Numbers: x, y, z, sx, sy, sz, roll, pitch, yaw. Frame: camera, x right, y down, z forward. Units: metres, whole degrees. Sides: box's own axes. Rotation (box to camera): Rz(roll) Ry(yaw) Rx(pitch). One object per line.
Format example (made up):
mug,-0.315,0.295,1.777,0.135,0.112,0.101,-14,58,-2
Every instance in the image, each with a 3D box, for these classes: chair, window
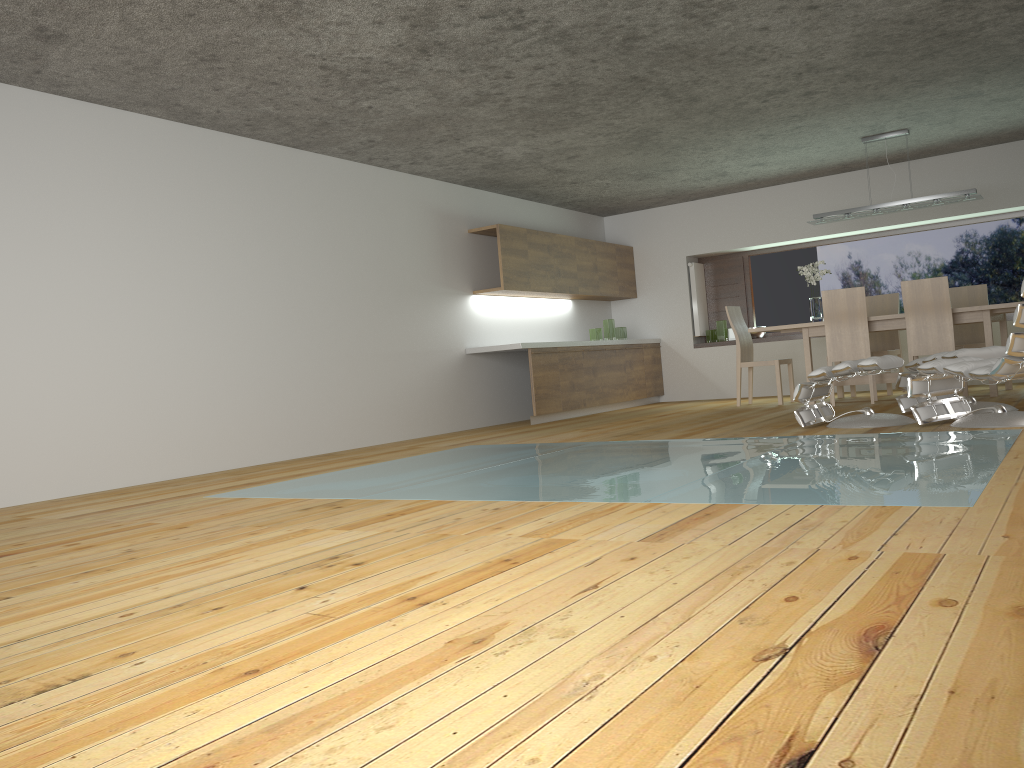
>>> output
chair,2.811,-0.257,5.121,0.570,0.969,0.913,-4,0,-32
chair,4.476,-0.461,8.674,0.404,1.017,0.506,-5,-1,32
chair,3.555,-0.371,7.478,0.404,1.017,0.506,-5,-1,33
window,4.712,-1.229,9.837,4.181,0.979,0.012,-4,-1,33
chair,3.705,-0.402,9.010,0.404,1.017,0.507,-5,-1,44
chair,3.002,-0.331,7.910,0.404,1.017,0.506,-5,-1,22
chair,2.498,-0.302,8.925,0.505,1.017,0.404,-5,-1,36

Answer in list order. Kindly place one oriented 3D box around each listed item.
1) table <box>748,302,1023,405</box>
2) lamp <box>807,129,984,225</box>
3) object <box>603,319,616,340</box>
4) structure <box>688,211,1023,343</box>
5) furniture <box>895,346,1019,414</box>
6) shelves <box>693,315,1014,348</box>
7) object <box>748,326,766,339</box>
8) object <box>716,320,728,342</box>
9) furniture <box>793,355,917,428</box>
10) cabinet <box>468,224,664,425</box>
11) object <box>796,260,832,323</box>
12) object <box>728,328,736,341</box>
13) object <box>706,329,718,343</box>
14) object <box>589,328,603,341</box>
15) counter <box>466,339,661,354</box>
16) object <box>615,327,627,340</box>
table,3.625,-0.255,8.147,2.497,0.756,1.201,-4,0,36
lamp,3.507,-1.963,8.254,1.488,0.720,0.290,-4,0,33
object,1.150,-0.632,10.460,0.099,0.259,0.099,-4,-1,-32
structure,4.351,-1.169,9.819,4.869,1.154,0.526,-4,0,33
furniture,3.099,-0.027,6.113,0.570,0.439,0.685,-5,0,-21
shelves,4.384,-0.626,9.790,4.865,0.054,0.404,-4,1,33
object,2.946,-0.615,10.706,0.247,0.137,0.247,-5,0,-22
object,2.572,-0.646,10.855,0.099,0.259,0.099,-5,-1,38
furniture,2.263,0.045,5.811,0.685,0.439,0.570,-5,0,40
cabinet,0.745,-0.669,10.074,0.655,2.005,3.095,-5,0,33
object,2.951,-0.891,8.601,0.304,0.608,0.302,-5,-1,36
object,2.720,-0.611,10.917,0.111,0.160,0.112,-5,0,18
object,2.482,-0.592,10.988,0.112,0.160,0.111,-5,0,-17
object,0.987,-0.570,10.386,0.112,0.160,0.111,-4,-1,-32
counter,0.710,-0.435,9.990,0.651,0.054,3.288,-4,1,33
object,1.296,-0.598,10.592,0.111,0.160,0.112,-4,-1,-32
